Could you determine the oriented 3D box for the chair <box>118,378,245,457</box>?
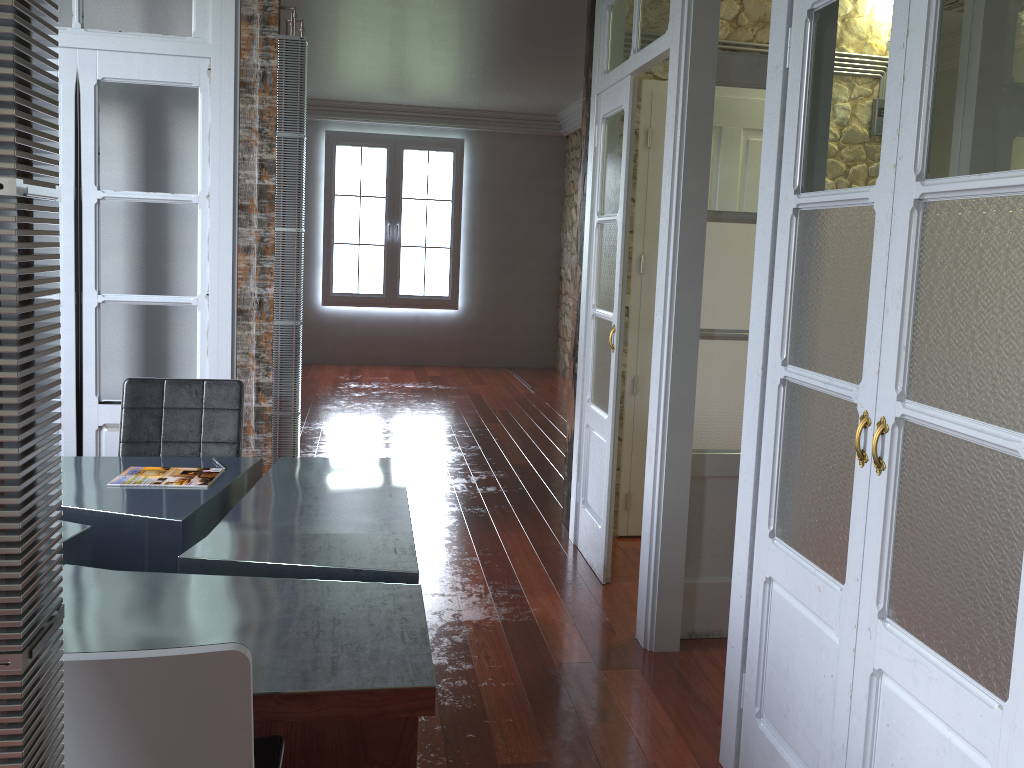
[{"bbox_3d":[-1.184,0.478,3.043,0.475,0.914,0.605,1,7,-9],"label":"chair"}]

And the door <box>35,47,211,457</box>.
[{"bbox_3d":[-1.813,-0.290,3.719,1.160,2.169,0.041,1,6,-9],"label":"door"}]

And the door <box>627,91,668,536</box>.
[{"bbox_3d":[1.047,-0.319,4.488,0.868,2.206,0.146,1,6,-9],"label":"door"}]

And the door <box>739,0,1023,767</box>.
[{"bbox_3d":[0.770,0.109,1.847,0.041,2.167,1.064,2,6,-9],"label":"door"}]

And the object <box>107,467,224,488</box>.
[{"bbox_3d":[-1.119,0.304,2.880,0.307,0.012,0.225,2,9,-5],"label":"object"}]

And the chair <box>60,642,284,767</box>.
[{"bbox_3d":[-0.620,0.749,1.451,0.475,0.914,0.605,1,7,-9],"label":"chair"}]

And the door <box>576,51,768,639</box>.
[{"bbox_3d":[0.518,-0.183,3.669,0.482,2.170,1.193,-2,8,-35],"label":"door"}]

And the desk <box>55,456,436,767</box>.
[{"bbox_3d":[-0.999,0.720,2.356,1.445,0.650,1.724,1,9,-9],"label":"desk"}]

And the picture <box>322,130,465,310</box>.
[{"bbox_3d":[-1.367,-1.866,10.200,1.579,1.977,0.128,1,6,-9],"label":"picture"}]

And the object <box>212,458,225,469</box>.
[{"bbox_3d":[-1.014,0.275,3.062,0.011,0.011,0.150,-2,10,-33],"label":"object"}]
